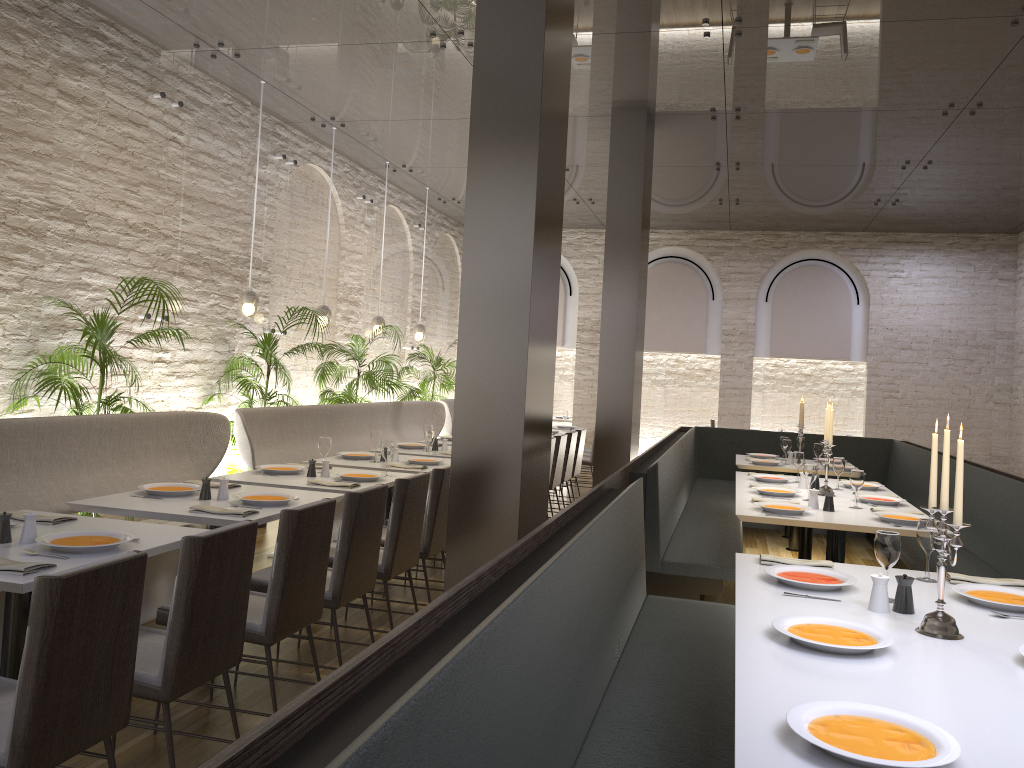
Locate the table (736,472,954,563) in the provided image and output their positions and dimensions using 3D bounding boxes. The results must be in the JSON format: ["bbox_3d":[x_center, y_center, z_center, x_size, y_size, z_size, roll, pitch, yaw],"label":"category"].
[{"bbox_3d":[2.045,1.127,5.924,1.101,0.761,2.535,3,0,14],"label":"table"}]

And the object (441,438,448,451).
[{"bbox_3d":[-0.589,0.529,7.765,0.059,0.109,0.059,3,-1,6],"label":"object"}]

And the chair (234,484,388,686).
[{"bbox_3d":[-0.917,0.914,4.105,0.566,0.907,0.411,3,-1,14],"label":"chair"}]

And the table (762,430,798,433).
[{"bbox_3d":[4.103,1.149,14.207,0.936,0.761,1.009,3,0,14],"label":"table"}]

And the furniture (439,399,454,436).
[{"bbox_3d":[-0.366,0.763,11.943,0.707,1.098,2.581,3,0,14],"label":"furniture"}]

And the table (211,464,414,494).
[{"bbox_3d":[-1.218,0.955,5.532,0.936,0.761,1.009,3,0,14],"label":"table"}]

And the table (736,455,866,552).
[{"bbox_3d":[2.672,1.134,8.401,1.101,0.761,1.187,3,0,14],"label":"table"}]

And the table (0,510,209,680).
[{"bbox_3d":[-1.802,0.948,3.223,0.936,0.761,1.009,3,0,14],"label":"table"}]

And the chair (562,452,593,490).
[{"bbox_3d":[0.976,0.936,11.585,0.566,0.907,0.411,3,-1,14],"label":"chair"}]

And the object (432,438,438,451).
[{"bbox_3d":[-0.669,0.525,7.738,0.059,0.109,0.059,3,-1,6],"label":"object"}]

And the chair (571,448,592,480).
[{"bbox_3d":[1.117,0.937,12.144,0.566,0.907,0.411,3,-1,14],"label":"chair"}]

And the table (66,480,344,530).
[{"bbox_3d":[-1.496,0.952,4.435,0.936,0.761,1.009,3,0,14],"label":"table"}]

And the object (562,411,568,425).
[{"bbox_3d":[0.741,0.491,12.391,0.086,0.231,0.086,2,-2,44],"label":"object"}]

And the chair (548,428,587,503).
[{"bbox_3d":[0.493,0.930,9.677,0.566,0.907,0.411,3,-1,14],"label":"chair"}]

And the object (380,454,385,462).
[{"bbox_3d":[-0.953,0.522,6.613,0.059,0.109,0.059,3,-1,6],"label":"object"}]

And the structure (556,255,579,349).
[{"bbox_3d":[0.312,-1.451,14.551,1.634,1.677,0.097,3,-2,14],"label":"structure"}]

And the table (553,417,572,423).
[{"bbox_3d":[1.100,0.978,14.972,0.936,0.761,1.009,3,0,14],"label":"table"}]

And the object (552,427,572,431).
[{"bbox_3d":[0.650,0.599,11.771,0.273,0.033,0.142,3,1,14],"label":"object"}]

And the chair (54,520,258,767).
[{"bbox_3d":[-1.206,0.911,2.959,0.566,0.907,0.411,3,-1,14],"label":"chair"}]

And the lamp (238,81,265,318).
[{"bbox_3d":[-2.198,-1.582,7.595,0.178,2.043,0.177,2,-2,35],"label":"lamp"}]

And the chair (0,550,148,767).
[{"bbox_3d":[-1.352,0.909,2.384,0.566,0.907,0.411,3,-1,14],"label":"chair"}]

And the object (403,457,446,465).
[{"bbox_3d":[-0.655,0.578,6.604,0.321,0.036,0.321,3,1,-3],"label":"object"}]

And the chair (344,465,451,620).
[{"bbox_3d":[-0.632,0.917,5.229,0.566,0.907,0.411,3,-1,14],"label":"chair"}]

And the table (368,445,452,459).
[{"bbox_3d":[-0.648,0.961,7.784,0.936,0.761,1.009,3,0,14],"label":"table"}]

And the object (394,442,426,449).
[{"bbox_3d":[-0.891,0.551,7.863,0.321,0.036,0.321,3,1,-8],"label":"object"}]

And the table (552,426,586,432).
[{"bbox_3d":[0.462,0.974,12.175,0.936,0.761,1.009,3,0,14],"label":"table"}]

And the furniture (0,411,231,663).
[{"bbox_3d":[-2.404,0.740,3.888,0.709,1.098,4.470,3,0,14],"label":"furniture"}]

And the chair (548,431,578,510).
[{"bbox_3d":[0.356,0.929,9.137,0.566,0.907,0.411,3,-1,14],"label":"chair"}]

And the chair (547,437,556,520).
[{"bbox_3d":[0.073,0.925,8.015,0.566,0.907,0.411,3,-1,14],"label":"chair"}]

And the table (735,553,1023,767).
[{"bbox_3d":[1.143,1.117,2.355,1.101,0.761,2.535,3,0,14],"label":"table"}]

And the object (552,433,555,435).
[{"bbox_3d":[0.371,0.596,10.667,0.273,0.033,0.142,3,1,14],"label":"object"}]

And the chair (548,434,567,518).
[{"bbox_3d":[0.212,0.927,8.566,0.566,0.907,0.411,3,-1,14],"label":"chair"}]

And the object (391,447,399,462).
[{"bbox_3d":[-0.874,0.526,6.640,0.059,0.109,0.059,3,-1,6],"label":"object"}]

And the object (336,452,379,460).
[{"bbox_3d":[-1.175,0.548,6.739,0.321,0.036,0.321,3,1,-3],"label":"object"}]

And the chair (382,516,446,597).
[{"bbox_3d":[-0.494,0.919,5.777,0.566,0.907,0.411,3,-1,14],"label":"chair"}]

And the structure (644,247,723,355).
[{"bbox_3d":[2.500,-1.326,13.993,1.634,1.677,0.097,3,-2,14],"label":"structure"}]

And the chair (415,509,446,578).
[{"bbox_3d":[-0.348,0.920,6.352,0.566,0.907,0.411,3,-1,14],"label":"chair"}]

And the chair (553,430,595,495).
[{"bbox_3d":[0.838,0.934,11.042,0.566,0.907,0.411,3,-1,14],"label":"chair"}]

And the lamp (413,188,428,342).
[{"bbox_3d":[-1.167,-1.571,11.670,0.177,2.043,0.177,3,-2,-7],"label":"lamp"}]

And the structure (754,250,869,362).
[{"bbox_3d":[4.552,-1.210,13.470,1.634,1.677,0.097,3,-2,14],"label":"structure"}]

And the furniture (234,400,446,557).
[{"bbox_3d":[-1.268,0.753,8.382,0.709,1.098,4.470,3,0,14],"label":"furniture"}]

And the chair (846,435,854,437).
[{"bbox_3d":[4.092,1.105,11.433,0.566,0.907,0.411,3,-1,14],"label":"chair"}]

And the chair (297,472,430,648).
[{"bbox_3d":[-0.771,0.916,4.680,0.566,0.907,0.411,3,-1,14],"label":"chair"}]

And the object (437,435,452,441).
[{"bbox_3d":[-0.604,0.555,8.997,0.321,0.036,0.321,3,1,-8],"label":"object"}]

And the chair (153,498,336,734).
[{"bbox_3d":[-1.055,0.912,3.557,0.566,0.907,0.411,3,-1,14],"label":"chair"}]

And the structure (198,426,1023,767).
[{"bbox_3d":[1.685,1.003,4.398,2.373,1.002,10.735,3,1,14],"label":"structure"}]

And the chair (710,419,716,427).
[{"bbox_3d":[3.481,1.041,14.363,0.566,0.907,0.411,3,-1,14],"label":"chair"}]

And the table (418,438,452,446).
[{"bbox_3d":[-0.361,0.965,8.919,0.936,0.761,1.009,3,0,14],"label":"table"}]

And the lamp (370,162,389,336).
[{"bbox_3d":[-1.507,-1.574,10.326,0.177,2.043,0.177,3,-2,-7],"label":"lamp"}]

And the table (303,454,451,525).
[{"bbox_3d":[-0.933,0.958,6.659,0.936,0.761,1.009,3,0,14],"label":"table"}]

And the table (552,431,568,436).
[{"bbox_3d":[0.183,0.971,11.071,0.936,0.761,1.009,3,0,14],"label":"table"}]

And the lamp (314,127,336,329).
[{"bbox_3d":[-1.854,-1.578,8.954,0.178,2.043,0.177,3,-2,-1],"label":"lamp"}]
